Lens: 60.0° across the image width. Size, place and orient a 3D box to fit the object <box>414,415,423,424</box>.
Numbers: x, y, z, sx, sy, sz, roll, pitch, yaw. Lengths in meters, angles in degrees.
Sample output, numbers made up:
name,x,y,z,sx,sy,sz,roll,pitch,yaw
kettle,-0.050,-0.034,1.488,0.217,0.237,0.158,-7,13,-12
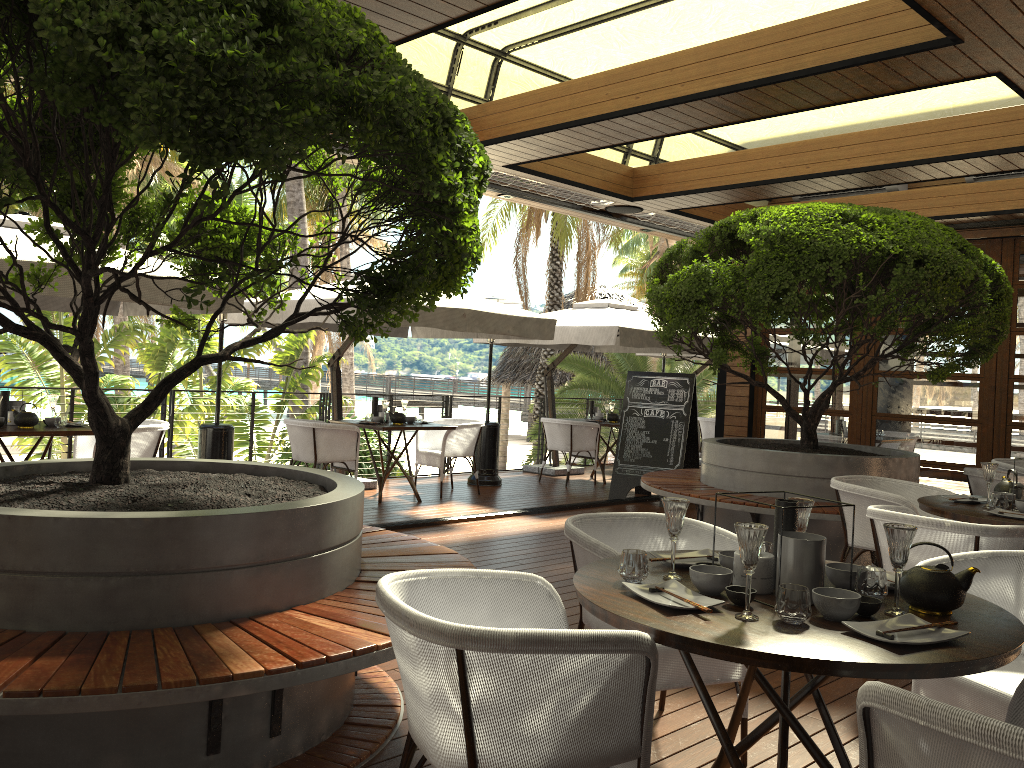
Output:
name,x,y,z,sx,sy,sz,roll,pitch,yaw
object,-0.941,0.361,8.925,0.086,0.086,0.086,3,0,-40

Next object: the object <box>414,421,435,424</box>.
name,x,y,z,sx,sy,sz,roll,pitch,yaw
object,-0.954,0.388,9.137,0.170,0.025,0.295,2,1,-45

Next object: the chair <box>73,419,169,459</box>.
name,x,y,z,sx,sy,sz,roll,pitch,yaw
chair,-3.083,0.684,7.017,0.616,0.788,0.628,3,0,-44

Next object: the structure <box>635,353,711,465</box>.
name,x,y,z,sx,sy,sz,roll,pitch,yaw
structure,3.548,0.139,13.661,2.412,2.333,2.414,2,0,-45

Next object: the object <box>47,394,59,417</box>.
name,x,y,z,sx,sy,sz,roll,pitch,yaw
object,-3.511,0.194,6.779,0.082,0.227,0.082,3,0,-44

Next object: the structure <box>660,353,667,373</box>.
name,x,y,z,sx,sy,sz,roll,pitch,yaw
structure,2.154,0.150,12.704,0.699,2.192,0.699,3,0,33

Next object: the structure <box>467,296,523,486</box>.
name,x,y,z,sx,sy,sz,roll,pitch,yaw
structure,-0.267,0.067,10.322,0.699,2.192,0.699,3,0,33

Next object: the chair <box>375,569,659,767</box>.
name,x,y,z,sx,sy,sz,roll,pitch,yaw
chair,-0.033,0.902,2.203,0.616,0.788,0.627,3,0,-24

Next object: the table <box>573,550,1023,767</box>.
name,x,y,z,sx,sy,sz,roll,pitch,yaw
table,0.735,0.954,2.452,1.166,0.749,1.165,3,1,26

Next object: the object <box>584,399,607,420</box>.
name,x,y,z,sx,sy,sz,roll,pitch,yaw
object,1.072,0.334,11.387,0.263,0.264,0.263,3,0,0

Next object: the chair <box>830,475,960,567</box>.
name,x,y,z,sx,sy,sz,roll,pitch,yaw
chair,2.205,0.967,5.193,0.627,0.788,0.617,3,0,-39

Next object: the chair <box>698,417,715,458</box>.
name,x,y,z,sx,sy,sz,roll,pitch,yaw
chair,3.060,0.894,13.097,0.616,0.788,0.628,3,0,-44

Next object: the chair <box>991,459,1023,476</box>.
name,x,y,z,sx,sy,sz,roll,pitch,yaw
chair,4.303,1.038,7.277,0.627,0.788,0.617,3,0,-14

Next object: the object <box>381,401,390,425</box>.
name,x,y,z,sx,sy,sz,roll,pitch,yaw
object,-1.232,0.278,8.597,0.082,0.227,0.082,3,0,35

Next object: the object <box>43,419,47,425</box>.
name,x,y,z,sx,sy,sz,roll,pitch,yaw
object,-3.503,0.291,6.701,0.080,0.042,0.080,3,1,7

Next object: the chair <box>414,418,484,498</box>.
name,x,y,z,sx,sy,sz,roll,pitch,yaw
chair,-0.649,0.767,9.412,0.616,0.788,0.628,3,0,-44

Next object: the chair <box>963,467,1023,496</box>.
name,x,y,z,sx,sy,sz,roll,pitch,yaw
chair,3.590,1.018,6.337,0.616,0.788,0.627,3,0,-14

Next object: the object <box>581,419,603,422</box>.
name,x,y,z,sx,sy,sz,roll,pitch,yaw
object,1.007,0.456,10.970,0.170,0.025,0.295,2,1,-45

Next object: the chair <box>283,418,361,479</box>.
name,x,y,z,sx,sy,sz,roll,pitch,yaw
chair,-1.815,0.727,8.300,0.616,0.788,0.628,3,0,-44

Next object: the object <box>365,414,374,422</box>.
name,x,y,z,sx,sy,sz,roll,pitch,yaw
object,-1.412,0.339,8.809,0.086,0.086,0.086,3,0,-40

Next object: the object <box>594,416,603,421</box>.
name,x,y,z,sx,sy,sz,roll,pitch,yaw
object,1.086,0.438,11.114,0.116,0.065,0.116,2,1,-40

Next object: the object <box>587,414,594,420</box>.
name,x,y,z,sx,sy,sz,roll,pitch,yaw
object,0.995,0.422,11.178,0.086,0.086,0.086,3,0,-40

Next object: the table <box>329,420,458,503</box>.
name,x,y,z,sx,sy,sz,roll,pitch,yaw
table,-1.212,0.766,8.901,0.931,0.749,0.932,2,1,-45

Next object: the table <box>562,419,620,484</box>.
name,x,y,z,sx,sy,sz,roll,pitch,yaw
table,1.200,0.848,11.274,0.931,0.749,0.932,2,1,-45

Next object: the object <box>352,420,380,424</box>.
name,x,y,z,sx,sy,sz,roll,pitch,yaw
object,-1.401,0.374,8.601,0.170,0.025,0.295,2,1,-45

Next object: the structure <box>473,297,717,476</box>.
name,x,y,z,sx,sy,sz,roll,pitch,yaw
structure,1.143,0.057,11.294,2.412,2.333,2.414,2,0,-45

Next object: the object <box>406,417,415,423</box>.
name,x,y,z,sx,sy,sz,roll,pitch,yaw
object,-1.031,0.366,8.992,0.116,0.065,0.116,3,1,44

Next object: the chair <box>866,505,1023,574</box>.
name,x,y,z,sx,sy,sz,roll,pitch,yaw
chair,1.956,0.972,4.040,0.616,0.788,0.628,3,0,-39

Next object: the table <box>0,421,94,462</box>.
name,x,y,z,sx,sy,sz,roll,pitch,yaw
table,-3.624,0.683,6.527,0.931,0.749,0.932,2,1,-45

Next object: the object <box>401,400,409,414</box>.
name,x,y,z,sx,sy,sz,roll,pitch,yaw
object,-1.111,0.276,9.141,0.082,0.227,0.082,3,0,-44

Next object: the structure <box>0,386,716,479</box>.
name,x,y,z,sx,sy,sz,roll,pitch,yaw
structure,-5.176,0.567,6.661,26.255,1.153,0.163,2,0,-45

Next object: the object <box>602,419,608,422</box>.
name,x,y,z,sx,sy,sz,roll,pitch,yaw
object,1.155,0.454,11.045,0.080,0.042,0.080,3,1,37

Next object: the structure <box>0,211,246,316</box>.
name,x,y,z,sx,sy,sz,roll,pitch,yaw
structure,-3.668,-0.108,6.560,2.412,2.333,2.414,2,0,-45

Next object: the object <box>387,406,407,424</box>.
name,x,y,z,sx,sy,sz,roll,pitch,yaw
object,-1.128,0.307,8.802,0.168,0.179,0.163,3,0,-43

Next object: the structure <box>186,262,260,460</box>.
name,x,y,z,sx,sy,sz,roll,pitch,yaw
structure,-2.639,-0.014,7.988,0.699,2.192,0.699,3,0,33

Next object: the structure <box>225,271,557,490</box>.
name,x,y,z,sx,sy,sz,roll,pitch,yaw
structure,-1.263,-0.025,8.927,2.412,2.333,2.414,2,0,-45

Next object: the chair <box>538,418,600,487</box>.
name,x,y,z,sx,sy,sz,roll,pitch,yaw
chair,0.670,0.812,10.745,0.616,0.788,0.628,3,0,-44

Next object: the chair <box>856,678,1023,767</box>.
name,x,y,z,sx,sy,sz,roll,pitch,yaw
chair,1.050,0.962,1.679,0.627,0.788,0.617,3,0,-24

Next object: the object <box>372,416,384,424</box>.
name,x,y,z,sx,sy,sz,roll,pitch,yaw
object,-1.321,0.356,8.745,0.116,0.065,0.116,3,1,44

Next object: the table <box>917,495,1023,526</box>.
name,x,y,z,sx,sy,sz,roll,pitch,yaw
table,2.662,1.018,4.461,1.166,0.749,1.166,3,1,14

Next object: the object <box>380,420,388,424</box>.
name,x,y,z,sx,sy,sz,roll,pitch,yaw
object,-1.252,0.371,8.676,0.080,0.042,0.080,3,1,7

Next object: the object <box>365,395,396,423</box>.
name,x,y,z,sx,sy,sz,roll,pitch,yaw
object,-1.336,0.252,9.018,0.263,0.264,0.263,3,0,0

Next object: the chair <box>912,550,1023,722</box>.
name,x,y,z,sx,sy,sz,roll,pitch,yaw
chair,1.675,0.976,2.826,0.616,0.788,0.627,3,0,-24

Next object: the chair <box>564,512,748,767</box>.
name,x,y,z,sx,sy,sz,roll,pitch,yaw
chair,0.506,0.913,3.252,0.627,0.788,0.617,3,0,-24

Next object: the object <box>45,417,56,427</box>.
name,x,y,z,sx,sy,sz,roll,pitch,yaw
object,-3.431,0.284,6.631,0.116,0.065,0.116,3,1,44
